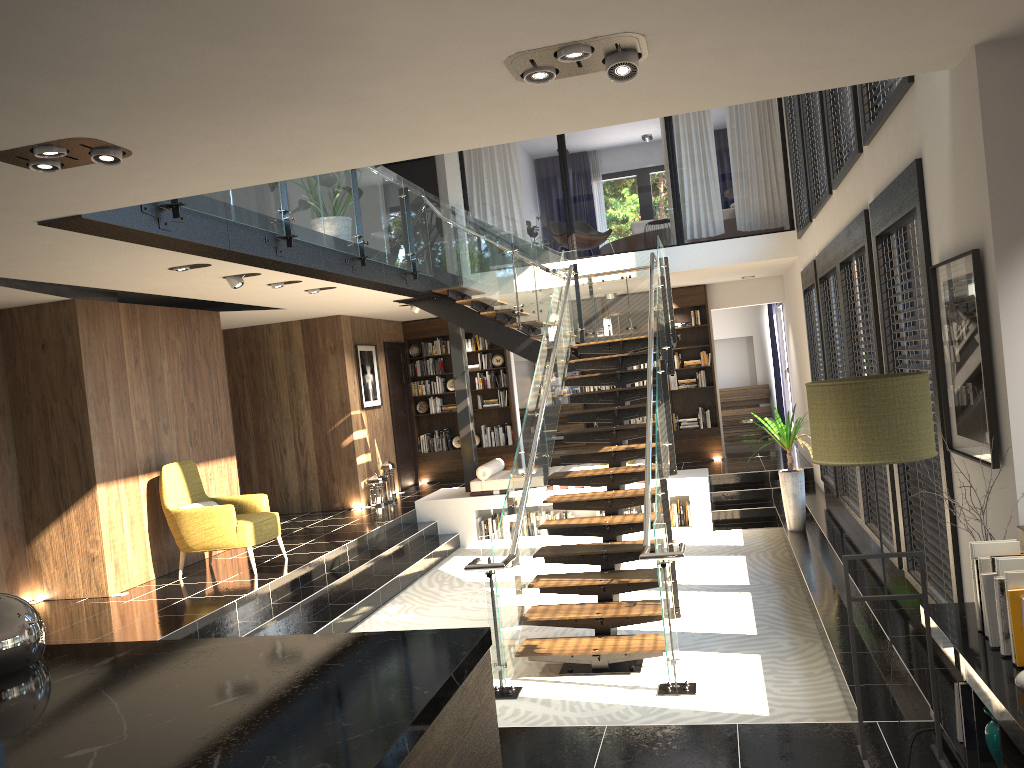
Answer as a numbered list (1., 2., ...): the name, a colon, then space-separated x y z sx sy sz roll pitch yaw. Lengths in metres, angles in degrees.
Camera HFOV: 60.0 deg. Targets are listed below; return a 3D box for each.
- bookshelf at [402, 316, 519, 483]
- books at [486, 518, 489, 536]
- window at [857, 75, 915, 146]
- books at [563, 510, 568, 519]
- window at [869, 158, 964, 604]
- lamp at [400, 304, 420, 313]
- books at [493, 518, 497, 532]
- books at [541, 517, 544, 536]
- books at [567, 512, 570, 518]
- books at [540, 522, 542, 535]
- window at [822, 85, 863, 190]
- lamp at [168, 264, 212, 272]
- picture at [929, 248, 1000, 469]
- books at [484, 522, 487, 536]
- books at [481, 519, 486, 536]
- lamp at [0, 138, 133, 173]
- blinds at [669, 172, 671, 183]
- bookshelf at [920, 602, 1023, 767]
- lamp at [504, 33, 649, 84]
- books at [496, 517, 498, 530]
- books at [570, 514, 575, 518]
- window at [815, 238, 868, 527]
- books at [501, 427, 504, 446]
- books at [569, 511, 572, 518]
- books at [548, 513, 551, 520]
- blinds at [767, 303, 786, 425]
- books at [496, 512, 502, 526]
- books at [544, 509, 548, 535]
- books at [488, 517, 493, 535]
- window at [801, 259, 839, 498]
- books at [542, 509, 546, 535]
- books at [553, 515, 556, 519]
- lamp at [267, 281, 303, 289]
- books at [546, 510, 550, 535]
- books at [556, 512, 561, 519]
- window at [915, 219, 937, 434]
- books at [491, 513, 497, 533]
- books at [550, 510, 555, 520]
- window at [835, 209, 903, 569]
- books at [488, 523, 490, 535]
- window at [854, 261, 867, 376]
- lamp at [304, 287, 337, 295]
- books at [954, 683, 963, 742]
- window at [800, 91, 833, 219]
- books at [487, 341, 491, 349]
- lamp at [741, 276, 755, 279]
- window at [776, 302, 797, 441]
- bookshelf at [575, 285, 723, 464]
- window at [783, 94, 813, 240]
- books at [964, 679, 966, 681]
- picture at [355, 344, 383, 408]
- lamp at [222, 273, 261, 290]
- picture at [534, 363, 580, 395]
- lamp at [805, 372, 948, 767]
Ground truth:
1. bookshelf: -0.821 0.226 14.577 1.704 2.683 0.273 -6 1 13
2. books: -0.300 1.890 11.630 0.030 0.256 0.145 -6 1 13
3. window: 2.197 -2.788 5.083 0.358 2.476 1.392 -6 1 13
4. books: 0.698 1.772 11.449 0.030 0.284 0.176 -6 1 13
5. window: 2.497 0.051 5.142 0.358 2.476 1.392 -6 1 13
6. lamp: -1.345 -1.064 11.839 0.346 0.263 0.195 -6 1 13
7. books: -0.202 1.881 11.559 0.027 0.254 0.204 -6 1 13
8. books: 0.404 1.822 11.478 0.027 0.246 0.193 -6 1 13
9. books: 0.740 1.784 11.457 0.045 0.252 0.142 -6 1 13
10. books: 0.382 1.804 11.506 0.025 0.287 0.169 -6 1 13
11. window: 2.550 -2.837 6.627 0.358 2.476 1.392 -6 1 13
12. lamp: -2.495 -0.960 6.849 0.346 0.158 0.195 -6 1 13
13. picture: 2.038 -0.114 4.019 0.028 0.911 0.748 -6 1 13
14. books: -0.327 1.915 11.633 0.029 0.211 0.130 -6 1 13
15. books: -0.362 1.904 11.613 0.027 0.241 0.149 -6 1 13
16. lamp: -1.864 -1.004 3.669 0.502 0.195 0.349 -6 1 13
17. blinds: 2.248 -3.209 11.350 0.670 2.699 0.134 -6 1 13
18. bookshelf: 1.709 1.145 2.930 0.356 0.500 1.303 -6 1 13
19. lamp: 0.230 -1.203 3.181 0.502 0.231 0.349 -6 1 13
20. books: -0.169 1.865 11.584 0.028 0.279 0.120 -6 1 13
21. books: 0.791 1.796 11.419 0.030 0.218 0.186 -6 1 13
22. window: 3.197 -0.044 8.201 0.358 2.476 1.497 -6 1 13
23. books: -0.148 0.848 14.444 0.011 0.300 0.153 -6 1 13
24. books: 0.765 1.779 11.424 0.020 0.257 0.154 -6 1 13
25. books: 0.508 1.808 11.485 0.034 0.252 0.151 -6 1 13
26. blinds: 4.772 -0.351 16.045 0.161 2.771 1.079 -6 1 11
27. books: -0.150 1.841 11.550 0.030 0.322 0.202 -6 1 13
28. books: 0.452 1.787 11.478 0.020 0.305 0.172 -6 1 13
29. books: -0.258 1.877 11.581 0.035 0.273 0.200 -6 1 13
30. window: 3.561 -0.091 9.795 0.358 2.476 1.392 -6 1 13
31. books: 0.430 1.790 11.488 0.026 0.305 0.187 -6 1 13
32. books: 0.566 1.812 11.438 0.028 0.233 0.205 -6 1 13
33. lamp: -2.148 -0.998 8.360 0.346 0.177 0.195 -6 1 13
34. books: 0.474 1.791 11.477 0.023 0.293 0.157 -6 1 13
35. books: 0.604 1.795 11.437 0.050 0.258 0.215 -6 1 13
36. window: 2.564 0.044 5.118 0.005 2.298 1.220 -6 1 13
37. books: -0.224 1.853 11.600 0.029 0.314 0.163 -6 1 13
38. books: 0.541 1.784 11.488 0.036 0.293 0.128 -6 1 13
39. window: 2.863 0.001 6.745 0.358 2.476 1.497 -6 1 13
40. books: -0.275 1.903 11.617 0.020 0.225 0.156 -6 1 13
41. window: 3.264 -0.051 8.177 0.005 2.298 1.312 -6 1 13
42. lamp: -1.975 -1.021 9.116 0.346 0.177 0.195 -6 1 13
43. books: 1.730 1.203 3.247 0.196 0.218 0.023 -6 1 13
44. window: 2.906 -2.885 8.182 0.358 2.476 1.392 -6 1 13
45. books: -0.372 -0.661 14.467 0.022 0.195 0.135 -6 1 13
46. lamp: 3.486 -1.635 13.109 0.195 0.158 0.346 -6 1 13
47. window: 4.754 -0.254 15.130 0.184 2.476 2.979 -6 1 13
48. bookshelf: 2.112 -0.079 13.893 2.090 2.683 0.273 -6 1 13
49. window: 3.261 -2.934 9.736 0.358 2.476 1.392 -6 1 13
50. books: 1.767 1.166 3.265 0.176 0.284 0.030 -6 1 13
51. picture: -2.083 -0.119 12.961 0.028 0.911 0.748 -6 1 13
52. lamp: -2.317 -0.939 7.606 0.346 0.247 0.195 -6 1 13
53. picture: 2.196 -0.264 17.619 3.544 0.748 0.035 -6 1 13
54. lamp: 1.447 0.688 3.379 0.437 1.445 0.637 -5 1 39
